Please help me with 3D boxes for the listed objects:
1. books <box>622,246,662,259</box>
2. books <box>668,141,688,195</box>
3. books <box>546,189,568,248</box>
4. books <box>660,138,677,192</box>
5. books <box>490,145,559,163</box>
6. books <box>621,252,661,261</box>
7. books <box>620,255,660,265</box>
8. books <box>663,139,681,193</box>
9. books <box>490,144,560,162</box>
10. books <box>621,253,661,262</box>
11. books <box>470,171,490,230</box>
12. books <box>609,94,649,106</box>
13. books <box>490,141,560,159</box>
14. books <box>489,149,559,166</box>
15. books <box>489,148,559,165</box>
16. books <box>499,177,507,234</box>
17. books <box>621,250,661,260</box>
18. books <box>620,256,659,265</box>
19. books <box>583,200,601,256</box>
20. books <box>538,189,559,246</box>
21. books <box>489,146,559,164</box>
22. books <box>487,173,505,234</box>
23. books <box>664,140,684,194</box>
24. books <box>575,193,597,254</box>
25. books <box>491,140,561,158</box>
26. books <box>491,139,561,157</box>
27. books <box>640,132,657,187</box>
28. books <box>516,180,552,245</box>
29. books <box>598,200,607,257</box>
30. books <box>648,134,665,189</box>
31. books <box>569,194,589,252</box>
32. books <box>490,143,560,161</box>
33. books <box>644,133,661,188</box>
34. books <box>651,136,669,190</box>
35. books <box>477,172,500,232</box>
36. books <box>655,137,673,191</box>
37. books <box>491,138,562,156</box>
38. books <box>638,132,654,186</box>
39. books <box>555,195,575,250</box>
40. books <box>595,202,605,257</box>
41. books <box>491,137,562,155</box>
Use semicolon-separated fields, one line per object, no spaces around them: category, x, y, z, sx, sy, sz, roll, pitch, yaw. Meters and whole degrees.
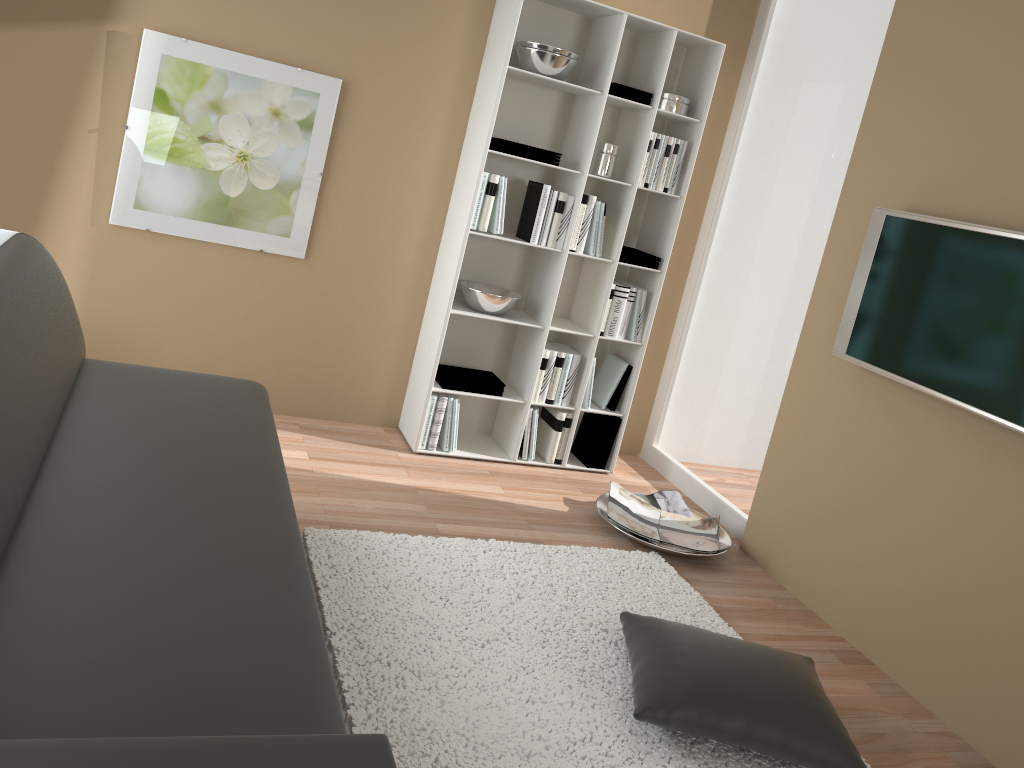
books;0.574;-0.663;4.335;0.209;0.006;0.305;8;15;-22
books;0.765;-1.058;4.276;0.020;0.254;0.213;11;10;-22
books;0.177;-0.780;4.121;0.040;0.254;0.213;11;10;-22
books;0.706;-1.066;4.254;0.020;0.254;0.213;11;10;-22
books;0.043;-1.057;4.032;0.295;0.006;0.216;8;15;-23
books;0.574;-0.653;4.341;0.209;0.007;0.305;8;15;-22
books;0.567;-0.638;4.341;0.209;0.006;0.305;8;15;-22
books;0.727;-1.063;4.259;0.020;0.254;0.213;11;10;-22
books;0.047;-1.061;4.032;0.295;0.006;0.216;8;15;-22
books;0.572;-0.649;4.342;0.209;0.007;0.305;8;15;-22
books;-0.176;-0.840;3.981;0.040;0.254;0.213;11;10;-22
books;0.483;-1.345;4.158;0.209;0.007;0.306;7;15;-27
books;0.049;-1.072;4.029;0.295;0.006;0.216;8;15;-20
books;0.041;-1.040;4.033;0.295;0.007;0.216;8;15;-22
books;0.042;-1.046;4.034;0.295;0.006;0.216;8;15;-22
books;-0.069;-0.827;4.032;0.057;0.254;0.213;11;10;-22
books;0.572;-0.658;4.336;0.209;0.007;0.305;8;15;-22
books;0.566;-0.633;4.342;0.209;0.006;0.305;8;15;-22
books;0.359;-0.757;4.208;0.059;0.255;0.213;11;10;-22
books;0.137;-0.787;4.111;0.040;0.254;0.213;11;10;-22
books;0.044;-1.051;4.033;0.295;0.006;0.216;8;15;-22
books;-0.087;-0.827;4.014;0.059;0.255;0.213;11;10;-22
books;0.745;-1.061;4.268;0.020;0.254;0.213;11;10;-22
books;0.316;-0.773;4.193;0.040;0.271;0.213;11;10;-22
books;0.049;-1.078;4.033;0.295;0.007;0.216;8;15;-22
books;0.051;-1.083;4.032;0.295;0.007;0.216;8;15;-22
books;0.609;-1.080;4.215;0.020;0.254;0.213;11;10;-22
books;0.101;-0.801;4.095;0.040;0.271;0.213;11;10;-22
books;0.395;-0.755;4.235;0.057;0.254;0.213;11;10;-22
books;0.648;-1.074;4.229;0.020;0.254;0.213;11;10;-22
books;0.273;-0.777;4.175;0.053;0.268;0.213;11;10;-22
books;0.049;-1.066;4.032;0.295;0.006;0.216;8;15;-22
books;0.629;-1.077;4.220;0.020;0.254;0.213;11;10;-22
books;0.668;-1.072;4.237;0.020;0.254;0.213;11;10;-22
books;-0.131;-0.833;3.993;0.040;0.254;0.213;11;10;-22
books;0.689;-1.067;4.240;0.020;0.254;0.213;11;10;-22
books;0.056;-1.087;4.028;0.295;0.007;0.216;8;15;-22
books;0.592;-1.081;4.201;0.020;0.254;0.213;11;10;-22
books;0.212;-0.773;4.143;0.040;0.247;0.213;11;10;-22
books;0.384;-0.751;4.214;0.057;0.254;0.213;11;10;-22
books;0.058;-1.092;4.029;0.295;0.006;0.216;8;15;-22
